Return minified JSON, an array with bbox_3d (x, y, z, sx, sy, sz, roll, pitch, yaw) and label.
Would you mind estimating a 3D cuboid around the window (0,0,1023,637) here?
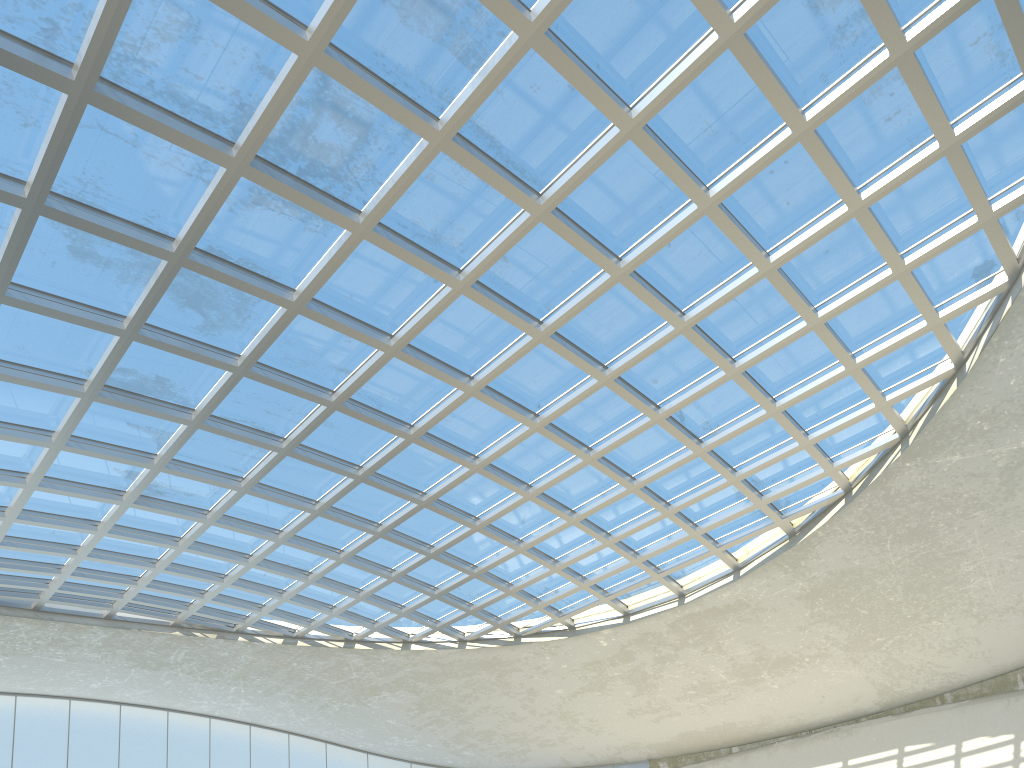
[{"bbox_3d":[-12.168,3.996,44.054,83.483,9.751,85.543,26,-45,-37],"label":"window"}]
